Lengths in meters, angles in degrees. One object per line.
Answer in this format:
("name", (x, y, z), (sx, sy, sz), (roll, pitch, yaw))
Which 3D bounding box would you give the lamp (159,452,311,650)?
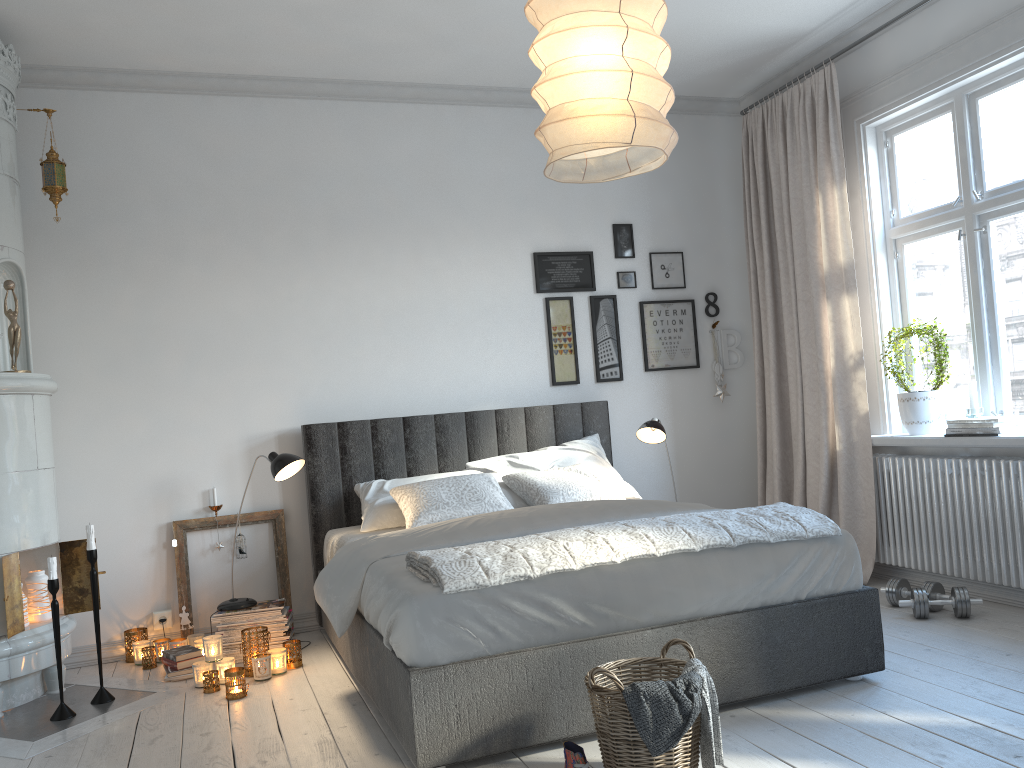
("lamp", (-1.309, 0.796, 4.077), (0.825, 0.936, 0.450), (-5, -1, -2))

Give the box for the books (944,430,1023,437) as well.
("books", (2.105, 0.219, 3.923), (0.219, 0.013, 0.273), (-4, -2, -23))

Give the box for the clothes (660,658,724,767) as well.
("clothes", (0.398, 0.902, 2.365), (0.283, 0.288, 0.235), (-5, -1, 20))

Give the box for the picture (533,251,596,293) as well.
("picture", (0.304, -0.642, 5.085), (0.365, 0.232, 0.020), (-4, -1, -19))

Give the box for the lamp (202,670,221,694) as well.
("lamp", (-1.211, 1.200, 3.570), (0.067, 0.078, 0.070), (-5, -1, 22))

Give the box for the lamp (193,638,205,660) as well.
("lamp", (-1.415, 1.224, 4.065), (0.081, 0.098, 0.080), (-6, -2, 42))

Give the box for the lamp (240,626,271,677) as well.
("lamp", (-1.093, 1.143, 3.794), (0.117, 0.188, 0.121), (-5, -1, 23))

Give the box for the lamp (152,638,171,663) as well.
("lamp", (-1.629, 1.244, 4.133), (0.081, 0.098, 0.080), (-6, -2, 42))

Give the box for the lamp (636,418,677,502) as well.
("lamp", (0.934, 0.638, 4.874), (0.800, 0.936, 0.450), (-4, -1, -37))

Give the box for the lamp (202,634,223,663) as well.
("lamp", (-1.238, 1.097, 3.673), (0.081, 0.098, 0.080), (-5, -1, 24))

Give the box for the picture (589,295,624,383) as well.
("picture", (0.550, -0.265, 5.155), (0.165, 0.504, 0.020), (-4, -1, -19))

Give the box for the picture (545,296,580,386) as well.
("picture", (0.289, -0.246, 5.063), (0.165, 0.504, 0.020), (-4, -1, -19))

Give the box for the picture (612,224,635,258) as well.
("picture", (0.659, -0.842, 5.222), (0.128, 0.202, 0.011), (-4, -1, -20))

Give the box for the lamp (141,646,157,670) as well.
("lamp", (-1.652, 1.246, 4.030), (0.063, 0.091, 0.073), (-5, -1, 13))

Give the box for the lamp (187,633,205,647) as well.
("lamp", (-1.486, 1.233, 4.177), (0.081, 0.098, 0.080), (-5, -1, 27))

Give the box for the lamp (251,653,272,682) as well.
("lamp", (-1.040, 1.180, 3.692), (0.081, 0.098, 0.080), (-5, -1, 15))

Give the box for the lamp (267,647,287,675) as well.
("lamp", (-0.995, 1.179, 3.767), (0.081, 0.098, 0.080), (-5, -1, 15))

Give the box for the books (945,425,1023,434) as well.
("books", (2.111, 0.200, 3.939), (0.207, 0.024, 0.262), (-4, -2, -26))

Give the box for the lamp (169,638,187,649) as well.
("lamp", (-1.545, 1.236, 4.110), (0.081, 0.098, 0.080), (-6, -2, 42))

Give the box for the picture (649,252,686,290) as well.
("picture", (0.933, -0.679, 5.311), (0.225, 0.220, 0.010), (-4, -1, -19))

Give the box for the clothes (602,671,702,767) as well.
("clothes", (0.380, 0.888, 2.320), (0.245, 0.270, 0.298), (-4, -2, -19))

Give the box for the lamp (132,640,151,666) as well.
("lamp", (-1.719, 1.251, 4.124), (0.081, 0.098, 0.080), (-6, -2, 42))

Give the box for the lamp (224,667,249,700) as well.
("lamp", (-1.083, 1.172, 3.473), (0.081, 0.106, 0.081), (-4, -2, -43))

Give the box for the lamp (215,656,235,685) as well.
("lamp", (-1.188, 1.192, 3.681), (0.081, 0.098, 0.080), (-5, -1, 15))

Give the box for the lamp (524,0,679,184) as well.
("lamp", (0.179, -1.135, 2.122), (0.339, 1.231, 0.340), (-5, -1, 12))

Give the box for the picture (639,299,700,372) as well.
("picture", (0.943, -0.292, 5.294), (0.364, 0.415, 0.021), (-4, -1, -19))

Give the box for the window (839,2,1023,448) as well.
("window", (2.602, -0.685, 7.734), (11.960, 7.007, 7.985), (-4, -2, -19))

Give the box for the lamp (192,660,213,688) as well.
("lamp", (-1.274, 1.198, 3.657), (0.081, 0.098, 0.080), (-5, -1, 15))

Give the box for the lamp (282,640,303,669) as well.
("lamp", (-0.954, 1.174, 3.852), (0.080, 0.107, 0.080), (-6, -2, 43))

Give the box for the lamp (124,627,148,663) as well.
("lamp", (-1.779, 1.237, 4.205), (0.108, 0.141, 0.107), (-6, -2, 43))

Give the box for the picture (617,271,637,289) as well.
("picture", (0.677, -0.612, 5.218), (0.119, 0.098, 0.010), (-4, -1, -19))
